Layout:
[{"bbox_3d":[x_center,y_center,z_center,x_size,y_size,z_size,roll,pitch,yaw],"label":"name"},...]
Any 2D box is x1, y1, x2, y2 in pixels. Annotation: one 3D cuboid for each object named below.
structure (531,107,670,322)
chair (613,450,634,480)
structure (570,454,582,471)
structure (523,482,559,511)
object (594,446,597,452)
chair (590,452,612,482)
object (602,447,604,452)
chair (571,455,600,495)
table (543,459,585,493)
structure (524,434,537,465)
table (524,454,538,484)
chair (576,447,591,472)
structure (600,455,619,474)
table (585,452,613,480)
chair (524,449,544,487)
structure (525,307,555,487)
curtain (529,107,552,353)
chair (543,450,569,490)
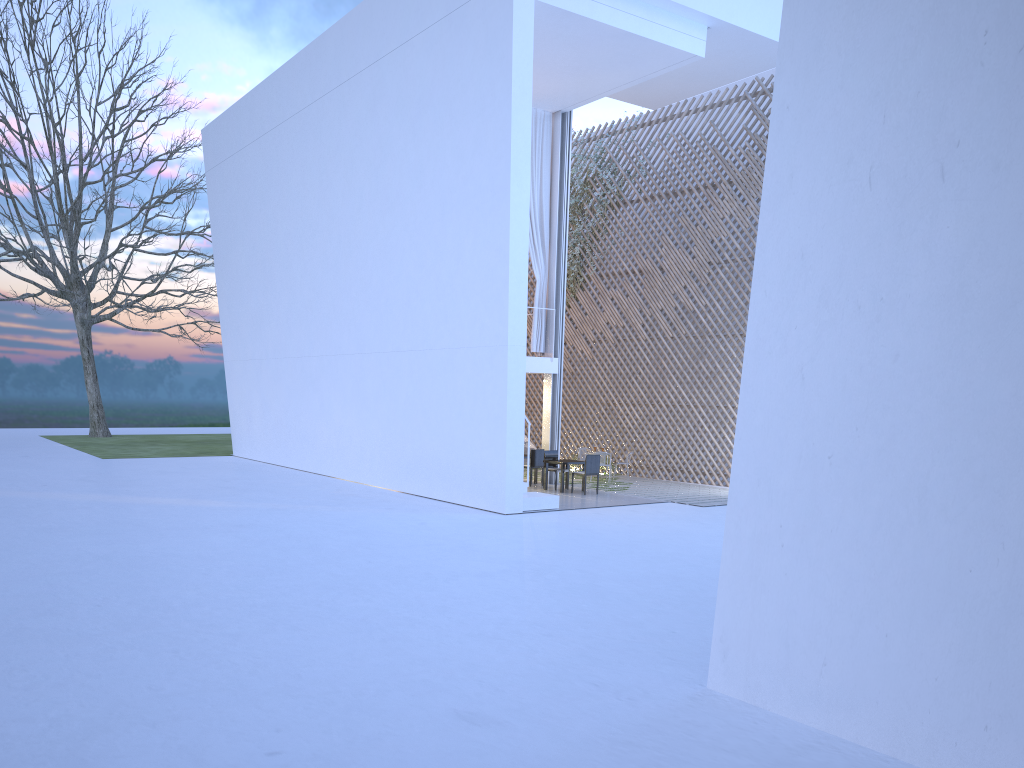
[{"bbox_3d":[1.034,-1.921,10.832,2.255,2.955,0.702,12,20,43],"label":"structure"},{"bbox_3d":[1.429,1.034,10.540,0.249,0.412,0.237,2,14,5],"label":"chair"},{"bbox_3d":[0.903,1.115,11.742,0.262,0.282,0.246,-4,12,-27],"label":"structure"},{"bbox_3d":[-0.258,-0.542,8.783,1.673,3.594,3.464,-10,14,-36],"label":"structure"},{"bbox_3d":[1.070,0.837,10.572,0.031,0.083,0.028,4,17,9],"label":"object"},{"bbox_3d":[1.107,1.024,10.232,0.262,0.412,0.225,3,14,9],"label":"chair"},{"bbox_3d":[1.148,0.836,10.405,0.031,0.083,0.028,4,17,9],"label":"object"},{"bbox_3d":[0.795,0.978,8.915,0.186,0.475,0.223,-10,19,-34],"label":"chair"},{"bbox_3d":[0.590,1.025,9.181,0.351,0.359,0.333,-6,12,-35],"label":"table"},{"bbox_3d":[-0.563,0.208,12.211,1.134,2.128,1.872,-12,17,-42],"label":"structure"},{"bbox_3d":[-0.150,1.016,9.704,0.898,0.356,0.332,0,9,-34],"label":"table"},{"bbox_3d":[0.980,1.028,10.822,0.255,0.412,0.232,-8,17,-34],"label":"chair"},{"bbox_3d":[1.293,1.082,11.248,0.305,0.351,0.281,10,14,39],"label":"structure"},{"bbox_3d":[1.104,1.050,10.554,0.346,0.362,0.323,4,11,17],"label":"table"},{"bbox_3d":[0.224,0.974,9.622,0.186,0.475,0.223,-10,19,-34],"label":"chair"},{"bbox_3d":[0.307,0.082,8.529,1.328,1.940,1.358,-8,15,-34],"label":"structure"},{"bbox_3d":[0.200,-1.602,8.836,0.495,2.621,0.091,-11,22,-33],"label":"curtain"},{"bbox_3d":[0.504,0.976,9.298,0.186,0.475,0.223,-10,19,-34],"label":"chair"}]
